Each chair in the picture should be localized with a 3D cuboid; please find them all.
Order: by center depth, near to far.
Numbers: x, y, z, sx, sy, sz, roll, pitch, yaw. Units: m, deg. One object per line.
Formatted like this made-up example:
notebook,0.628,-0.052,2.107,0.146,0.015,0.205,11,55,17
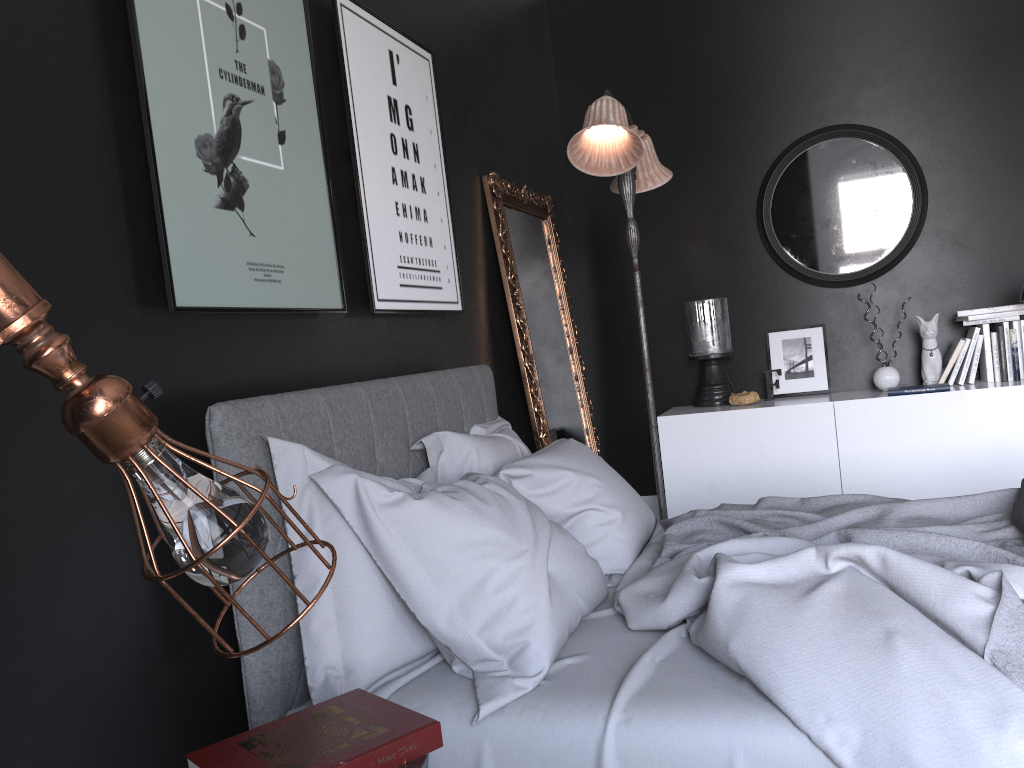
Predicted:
chair,-0.302,0.989,1.537,0.612,0.673,0.613,-8,3,-26

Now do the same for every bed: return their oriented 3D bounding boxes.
bed,1.036,0.484,2.313,3.284,1.299,2.762,-6,2,8

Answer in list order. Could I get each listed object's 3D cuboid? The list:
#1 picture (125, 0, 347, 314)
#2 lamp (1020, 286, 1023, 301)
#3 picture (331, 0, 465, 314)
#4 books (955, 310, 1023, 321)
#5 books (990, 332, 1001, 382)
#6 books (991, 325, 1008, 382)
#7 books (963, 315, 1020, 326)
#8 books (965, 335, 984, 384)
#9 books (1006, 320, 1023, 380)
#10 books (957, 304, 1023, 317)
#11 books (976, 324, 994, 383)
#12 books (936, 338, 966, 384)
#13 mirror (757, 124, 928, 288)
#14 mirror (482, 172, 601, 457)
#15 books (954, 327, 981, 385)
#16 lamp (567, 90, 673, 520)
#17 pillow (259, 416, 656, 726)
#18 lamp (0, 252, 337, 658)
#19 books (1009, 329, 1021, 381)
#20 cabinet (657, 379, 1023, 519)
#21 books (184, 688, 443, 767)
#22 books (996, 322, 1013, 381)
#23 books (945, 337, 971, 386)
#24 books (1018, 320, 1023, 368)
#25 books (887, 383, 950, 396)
picture,-0.718,-0.728,2.387,0.014,1.079,0.790,-6,3,20
lamp,2.687,-0.316,4.334,0.340,0.591,0.328,-7,3,0
picture,-0.396,-0.799,3.298,0.014,1.079,0.790,-6,3,20
books,2.544,-0.364,4.696,0.307,0.024,0.220,-6,2,10
books,2.557,-0.147,4.714,0.026,0.259,0.195,-6,3,20
books,2.574,-0.163,4.680,0.030,0.290,0.192,-6,3,19
books,2.541,-0.338,4.701,0.259,0.026,0.195,-6,2,30
books,2.470,-0.137,4.746,0.091,0.256,0.195,-6,3,20
books,2.664,-0.183,4.700,0.030,0.307,0.220,-6,3,20
books,2.549,-0.393,4.720,0.306,0.030,0.220,-6,2,30
books,2.532,-0.169,4.748,0.030,0.307,0.220,-6,3,20
books,2.346,-0.118,4.759,0.159,0.246,0.202,-6,3,20
mirror,1.882,-1.019,5.090,0.925,0.925,0.061,-6,3,20
mirror,0.263,0.041,4.655,0.254,2.194,0.989,-6,3,20
books,2.437,-0.153,4.754,0.126,0.296,0.220,-6,3,20
lamp,0.624,-0.099,4.117,0.985,2.414,0.773,-9,4,-37
pillow,-0.007,0.405,2.736,0.680,0.760,1.827,-6,2,20
lamp,-0.864,0.526,0.564,1.715,1.781,0.437,-8,3,-32
books,2.620,-0.156,4.647,0.029,0.270,0.204,-6,3,20
cabinet,2.072,0.482,4.808,2.398,0.883,0.569,-6,3,20
books,-0.340,0.632,1.528,0.345,0.045,0.275,-8,3,-40
books,2.606,-0.176,4.692,0.024,0.307,0.220,-6,3,20
books,2.395,-0.123,4.773,0.132,0.245,0.195,-6,3,20
books,2.680,-0.184,4.665,0.024,0.307,0.220,-6,3,20
books,2.097,0.027,4.571,0.290,0.030,0.192,-6,2,26
